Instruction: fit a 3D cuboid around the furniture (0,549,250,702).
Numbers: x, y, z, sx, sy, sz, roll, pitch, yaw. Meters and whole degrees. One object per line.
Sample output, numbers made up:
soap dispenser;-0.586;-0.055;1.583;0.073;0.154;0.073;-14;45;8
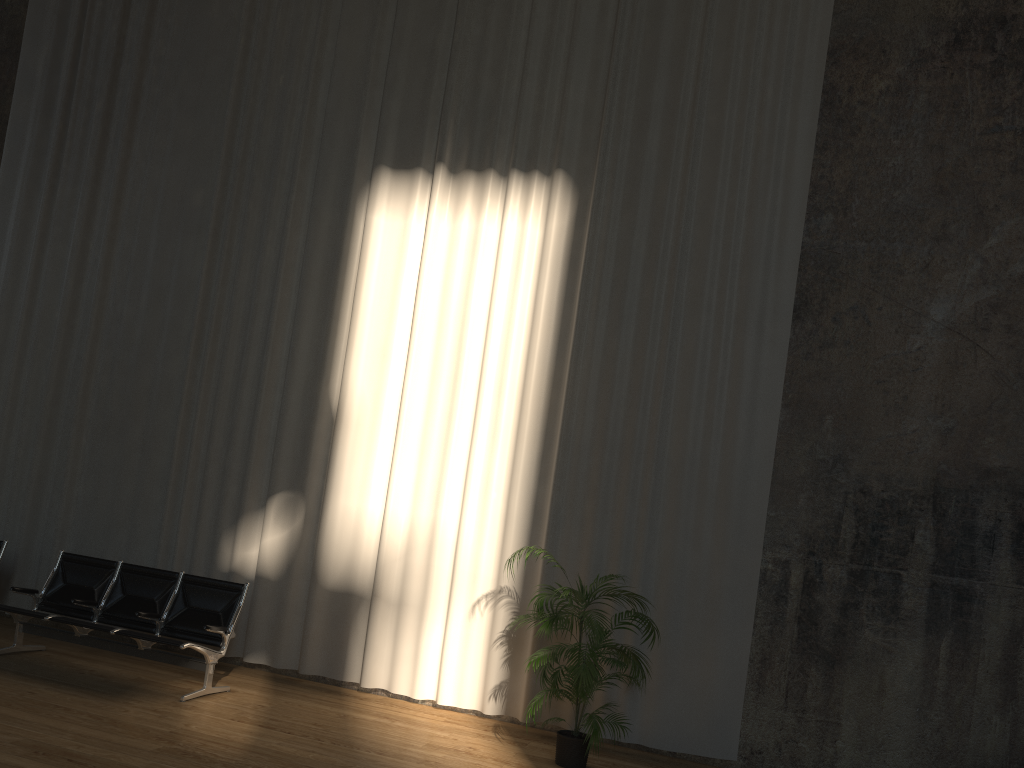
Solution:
furniture;-3.054;1.805;6.728;1.860;0.837;0.718;6;-5;17

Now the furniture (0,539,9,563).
furniture;-5.319;1.597;7.425;1.860;0.837;0.718;6;-5;17

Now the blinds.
blinds;-1.474;-1.826;7.642;7.786;8.592;0.277;6;-2;18

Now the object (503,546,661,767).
object;0.436;1.884;6.048;1.126;1.446;1.104;7;-5;8
